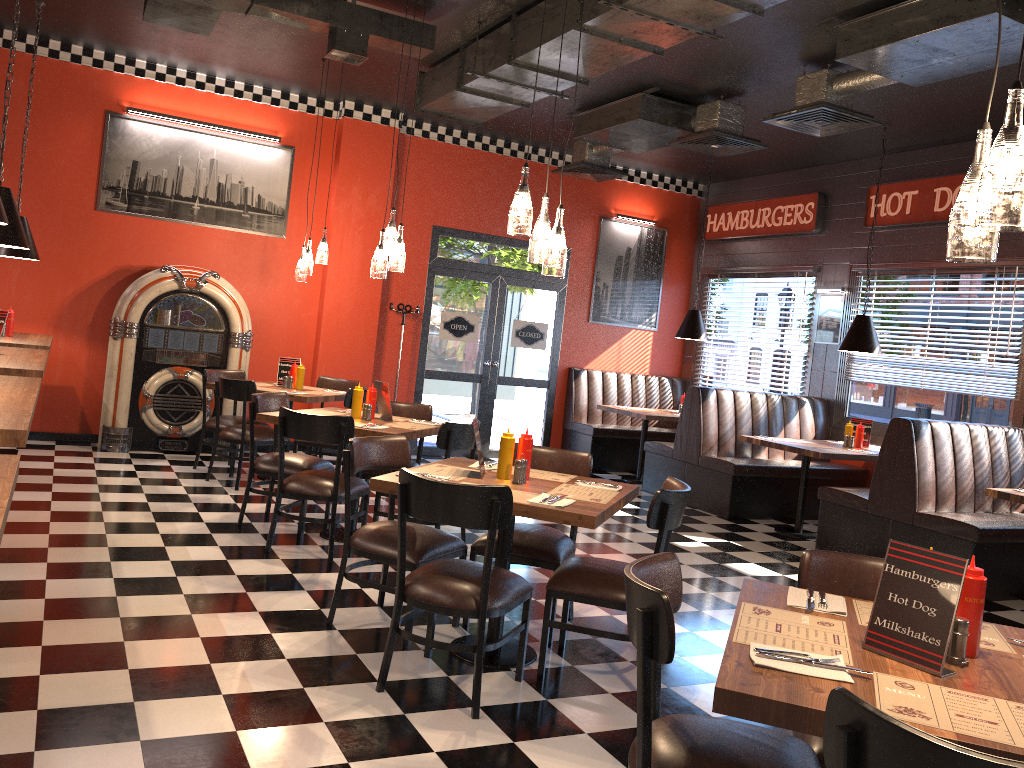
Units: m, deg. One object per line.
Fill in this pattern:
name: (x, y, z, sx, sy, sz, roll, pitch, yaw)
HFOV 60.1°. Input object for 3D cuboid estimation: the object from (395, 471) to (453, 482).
object: (-0.360, 0.398, 3.814, 0.255, 0.019, 0.157, 7, 3, 19)

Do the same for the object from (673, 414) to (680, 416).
object: (1.858, 0.343, 9.649, 0.157, 0.019, 0.256, 5, 3, -29)

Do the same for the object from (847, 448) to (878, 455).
object: (2.962, 0.571, 7.536, 0.157, 0.019, 0.256, 5, 3, -31)

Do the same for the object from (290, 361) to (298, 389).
object: (-1.901, -0.080, 7.718, 0.068, 0.238, 0.068, 6, 1, -30)

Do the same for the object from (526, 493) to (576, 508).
object: (0.168, 0.467, 3.596, 0.158, 0.019, 0.255, 7, 3, 20)

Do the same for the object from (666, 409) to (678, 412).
object: (1.934, 0.315, 10.351, 0.157, 0.019, 0.256, 4, 3, -32)

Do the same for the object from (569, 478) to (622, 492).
object: (0.381, 0.464, 4.111, 0.255, 0.019, 0.157, 7, 3, 17)

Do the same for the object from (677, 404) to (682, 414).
object: (1.923, 0.273, 10.020, 0.093, 0.136, 0.047, 6, 1, -27)

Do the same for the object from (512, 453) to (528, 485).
object: (0.039, 0.376, 3.957, 0.047, 0.136, 0.093, 6, 1, 23)

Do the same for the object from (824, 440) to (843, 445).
object: (3.044, 0.544, 8.237, 0.157, 0.019, 0.256, 5, 3, -28)

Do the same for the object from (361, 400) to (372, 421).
object: (-0.955, 0.171, 5.838, 0.046, 0.136, 0.094, 6, 1, -37)

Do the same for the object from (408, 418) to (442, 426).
object: (-0.608, 0.257, 6.053, 0.255, 0.019, 0.157, 7, 3, 21)

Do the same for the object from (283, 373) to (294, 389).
object: (-1.925, -0.026, 7.629, 0.093, 0.136, 0.047, 6, 1, -27)

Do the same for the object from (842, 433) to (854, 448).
object: (2.999, 0.499, 7.885, 0.094, 0.136, 0.046, 7, 1, 33)

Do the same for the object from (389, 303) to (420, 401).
object: (-1.235, -0.034, 9.495, 0.374, 1.658, 0.375, 6, 0, -5)

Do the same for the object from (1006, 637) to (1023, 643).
object: (1.376, 0.670, 2.204, 0.255, 0.019, 0.157, 7, 3, 22)

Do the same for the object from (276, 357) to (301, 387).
object: (-1.965, -0.101, 7.800, 0.188, 0.257, 0.072, 6, 1, -17)

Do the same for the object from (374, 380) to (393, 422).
object: (-0.863, 0.114, 5.953, 0.072, 0.257, 0.189, 6, 1, -37)

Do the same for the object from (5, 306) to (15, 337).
object: (-3.960, -0.494, 6.979, 0.068, 0.238, 0.068, 6, 1, -34)

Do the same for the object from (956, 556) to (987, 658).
object: (1.100, 0.532, 2.136, 0.068, 0.238, 0.068, 6, 1, 16)

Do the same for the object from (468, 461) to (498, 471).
object: (-0.121, 0.398, 4.319, 0.157, 0.019, 0.255, 7, 3, 11)

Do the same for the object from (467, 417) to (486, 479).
object: (-0.151, 0.289, 4.043, 0.072, 0.257, 0.188, 6, 1, 3)

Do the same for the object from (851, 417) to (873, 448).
object: (3.190, 0.446, 8.118, 0.189, 0.257, 0.072, 7, 1, 33)

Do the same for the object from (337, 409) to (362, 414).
object: (-1.129, 0.191, 6.237, 0.157, 0.019, 0.255, 7, 3, 18)

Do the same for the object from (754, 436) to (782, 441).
object: (2.282, 0.481, 7.854, 0.157, 0.019, 0.256, 5, 3, -21)

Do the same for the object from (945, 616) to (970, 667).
object: (1.021, 0.579, 2.073, 0.046, 0.136, 0.094, 6, 1, -37)

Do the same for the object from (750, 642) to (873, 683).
object: (0.649, 0.604, 1.933, 0.255, 0.019, 0.157, 7, 3, 12)

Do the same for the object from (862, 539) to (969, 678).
object: (0.925, 0.508, 2.036, 0.072, 0.257, 0.189, 6, 1, -37)

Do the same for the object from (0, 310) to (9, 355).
object: (-3.017, -0.305, 5.106, 0.188, 0.257, 0.072, 7, 1, 14)

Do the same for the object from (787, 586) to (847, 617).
object: (0.841, 0.599, 2.445, 0.158, 0.019, 0.255, 7, 3, 19)

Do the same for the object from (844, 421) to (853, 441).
object: (3.032, 0.445, 7.980, 0.067, 0.238, 0.068, 6, 1, -44)

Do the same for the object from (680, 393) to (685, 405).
object: (1.962, 0.218, 10.140, 0.068, 0.238, 0.068, 7, 1, 32)

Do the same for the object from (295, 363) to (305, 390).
object: (-1.829, -0.069, 7.659, 0.068, 0.238, 0.068, 6, 1, -30)

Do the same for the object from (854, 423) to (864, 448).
object: (3.122, 0.456, 7.957, 0.067, 0.238, 0.068, 6, 1, -44)

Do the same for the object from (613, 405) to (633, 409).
object: (1.272, 0.260, 10.027, 0.157, 0.019, 0.256, 5, 3, -26)

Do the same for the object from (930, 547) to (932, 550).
object: (1.023, 0.521, 2.189, 0.068, 0.238, 0.068, 6, 1, -12)

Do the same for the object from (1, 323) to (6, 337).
object: (-3.967, -0.436, 6.860, 0.047, 0.136, 0.093, 7, 1, 43)

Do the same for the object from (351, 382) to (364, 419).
object: (-1.028, 0.108, 5.897, 0.068, 0.238, 0.068, 6, 1, -22)

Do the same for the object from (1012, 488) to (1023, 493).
object: (3.431, 0.711, 5.790, 0.157, 0.019, 0.256, 5, 3, -26)

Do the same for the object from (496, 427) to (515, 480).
object: (-0.026, 0.312, 4.032, 0.068, 0.238, 0.068, 6, 1, -22)

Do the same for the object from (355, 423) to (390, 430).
object: (-0.860, 0.258, 5.497, 0.158, 0.019, 0.255, 7, 3, 20)

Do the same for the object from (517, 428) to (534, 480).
object: (0.058, 0.320, 4.073, 0.068, 0.238, 0.068, 6, 1, -22)
